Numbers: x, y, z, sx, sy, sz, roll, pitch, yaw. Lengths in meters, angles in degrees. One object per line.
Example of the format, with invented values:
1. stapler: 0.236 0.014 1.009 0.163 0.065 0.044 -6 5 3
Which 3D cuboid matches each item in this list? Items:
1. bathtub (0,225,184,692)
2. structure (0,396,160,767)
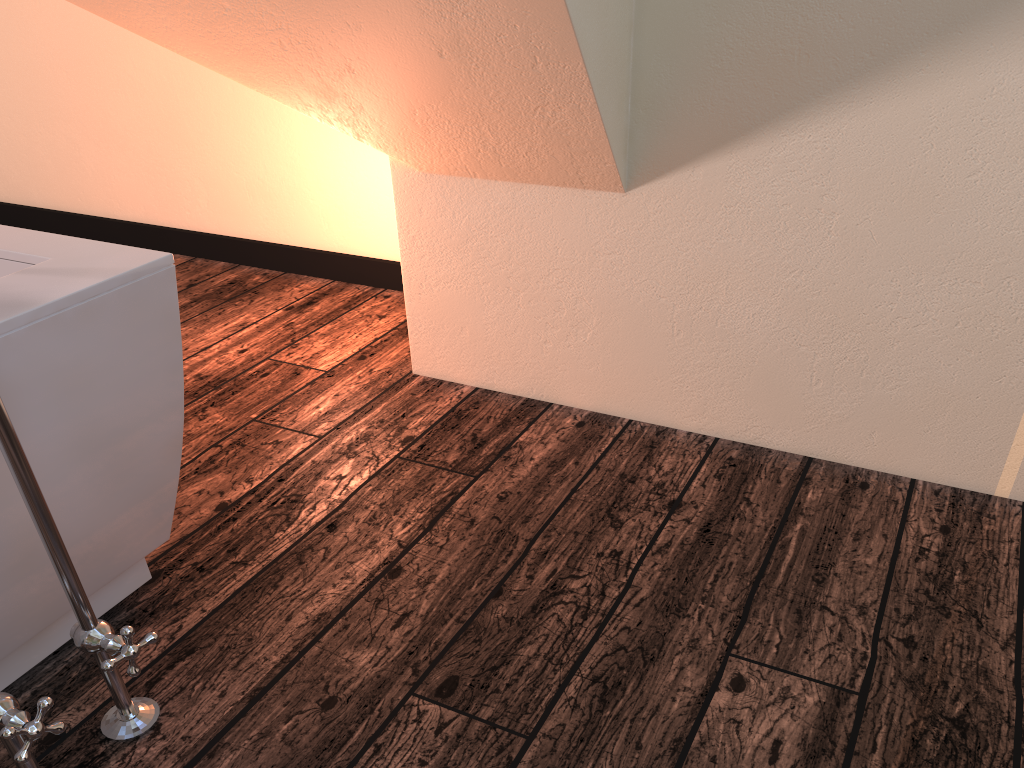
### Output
1. bathtub: -1.638 0.052 1.586 2.208 0.706 0.787 13 34 24
2. structure: -0.806 0.094 1.086 0.549 1.140 0.380 23 39 35
